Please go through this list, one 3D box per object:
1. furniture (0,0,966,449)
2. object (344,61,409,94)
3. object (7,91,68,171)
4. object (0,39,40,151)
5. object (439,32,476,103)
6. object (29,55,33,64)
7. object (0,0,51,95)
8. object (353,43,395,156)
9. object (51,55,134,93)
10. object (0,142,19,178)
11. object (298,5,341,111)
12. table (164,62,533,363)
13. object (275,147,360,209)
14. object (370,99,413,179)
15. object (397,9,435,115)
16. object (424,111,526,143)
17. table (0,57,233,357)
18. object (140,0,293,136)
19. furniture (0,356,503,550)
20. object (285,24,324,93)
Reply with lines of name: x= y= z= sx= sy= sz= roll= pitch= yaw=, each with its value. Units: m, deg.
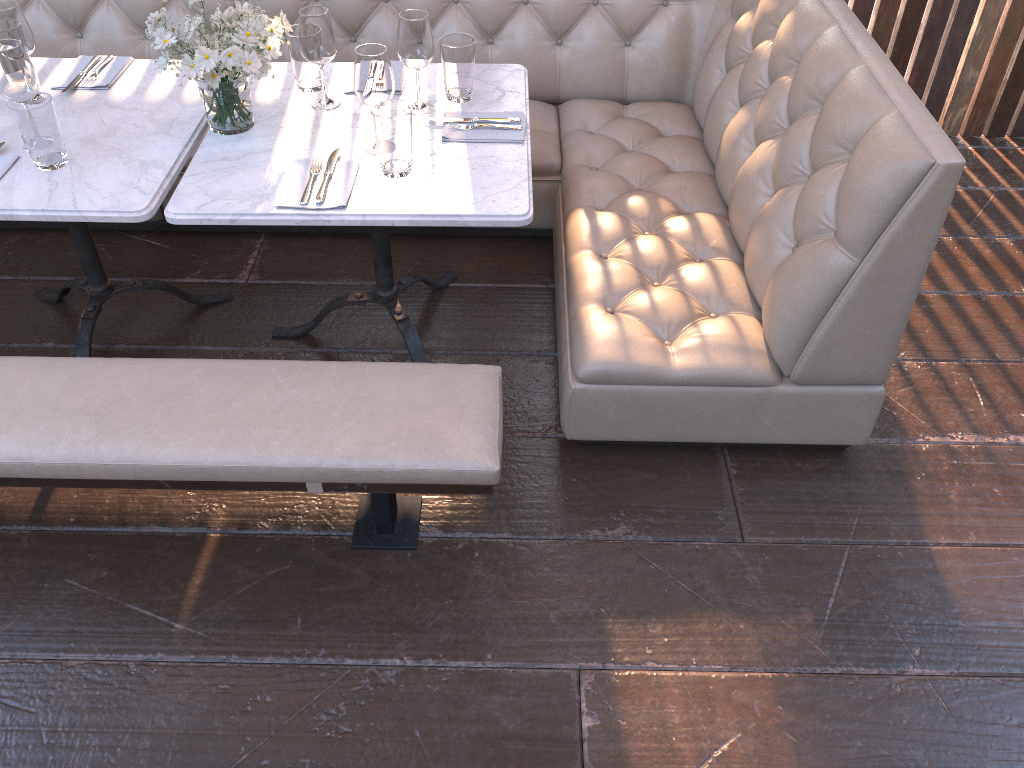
furniture: x=-1.164 y=-0.742 z=2.648 sx=4.156 sy=0.832 sz=1.767 roll=1 pitch=42 yaw=0
object: x=-0.366 y=-0.826 z=2.390 sx=0.157 sy=0.018 sz=0.263 roll=1 pitch=42 yaw=0
object: x=-1.057 y=-0.563 z=1.988 sx=0.092 sy=0.153 sz=0.095 roll=-8 pitch=42 yaw=-10
object: x=-1.126 y=-0.661 z=2.033 sx=0.093 sy=0.236 sz=0.094 roll=-30 pitch=50 yaw=-30
object: x=-0.137 y=-0.808 z=2.272 sx=0.092 sy=0.153 sz=0.095 roll=-8 pitch=42 yaw=-10
object: x=-1.308 y=-0.863 z=2.317 sx=0.092 sy=0.153 sz=0.095 roll=-8 pitch=42 yaw=-10
object: x=-1.234 y=-0.828 z=2.217 sx=0.093 sy=0.236 sz=0.094 roll=-30 pitch=50 yaw=-30
object: x=-0.313 y=-0.651 z=2.034 sx=0.093 sy=0.236 sz=0.094 roll=-30 pitch=50 yaw=-30
object: x=-1.142 y=-0.840 z=2.394 sx=0.157 sy=0.018 sz=0.263 roll=1 pitch=42 yaw=0
object: x=-1.224 y=-0.482 z=1.996 sx=0.157 sy=0.018 sz=0.263 roll=1 pitch=42 yaw=0
object: x=-0.479 y=-0.810 z=2.208 sx=0.093 sy=0.236 sz=0.094 roll=-30 pitch=50 yaw=-30
table: x=-0.357 y=-0.391 z=2.406 sx=0.798 sy=0.650 sz=0.825 roll=0 pitch=42 yaw=-1
object: x=-0.431 y=-0.468 z=1.991 sx=0.157 sy=0.018 sz=0.263 roll=1 pitch=42 yaw=0
object: x=-0.263 y=-0.543 z=1.977 sx=0.092 sy=0.153 sz=0.095 roll=-8 pitch=42 yaw=-10
object: x=-0.237 y=-0.796 z=2.195 sx=0.093 sy=0.236 sz=0.094 roll=-30 pitch=50 yaw=-30
object: x=-0.092 y=-0.644 z=2.191 sx=0.255 sy=0.018 sz=0.163 roll=1 pitch=42 yaw=0
table: x=-1.173 y=-0.404 z=2.410 sx=0.798 sy=0.650 sz=0.825 roll=1 pitch=42 yaw=0
object: x=-0.676 y=-0.754 z=2.095 sx=0.329 sy=0.299 sz=0.347 roll=9 pitch=42 yaw=9
furniture: x=-1.184 y=0.171 z=1.968 sx=2.328 sy=0.386 sz=0.323 roll=1 pitch=42 yaw=0
object: x=-0.535 y=-0.848 z=2.310 sx=0.092 sy=0.153 sz=0.095 roll=-8 pitch=42 yaw=-10
